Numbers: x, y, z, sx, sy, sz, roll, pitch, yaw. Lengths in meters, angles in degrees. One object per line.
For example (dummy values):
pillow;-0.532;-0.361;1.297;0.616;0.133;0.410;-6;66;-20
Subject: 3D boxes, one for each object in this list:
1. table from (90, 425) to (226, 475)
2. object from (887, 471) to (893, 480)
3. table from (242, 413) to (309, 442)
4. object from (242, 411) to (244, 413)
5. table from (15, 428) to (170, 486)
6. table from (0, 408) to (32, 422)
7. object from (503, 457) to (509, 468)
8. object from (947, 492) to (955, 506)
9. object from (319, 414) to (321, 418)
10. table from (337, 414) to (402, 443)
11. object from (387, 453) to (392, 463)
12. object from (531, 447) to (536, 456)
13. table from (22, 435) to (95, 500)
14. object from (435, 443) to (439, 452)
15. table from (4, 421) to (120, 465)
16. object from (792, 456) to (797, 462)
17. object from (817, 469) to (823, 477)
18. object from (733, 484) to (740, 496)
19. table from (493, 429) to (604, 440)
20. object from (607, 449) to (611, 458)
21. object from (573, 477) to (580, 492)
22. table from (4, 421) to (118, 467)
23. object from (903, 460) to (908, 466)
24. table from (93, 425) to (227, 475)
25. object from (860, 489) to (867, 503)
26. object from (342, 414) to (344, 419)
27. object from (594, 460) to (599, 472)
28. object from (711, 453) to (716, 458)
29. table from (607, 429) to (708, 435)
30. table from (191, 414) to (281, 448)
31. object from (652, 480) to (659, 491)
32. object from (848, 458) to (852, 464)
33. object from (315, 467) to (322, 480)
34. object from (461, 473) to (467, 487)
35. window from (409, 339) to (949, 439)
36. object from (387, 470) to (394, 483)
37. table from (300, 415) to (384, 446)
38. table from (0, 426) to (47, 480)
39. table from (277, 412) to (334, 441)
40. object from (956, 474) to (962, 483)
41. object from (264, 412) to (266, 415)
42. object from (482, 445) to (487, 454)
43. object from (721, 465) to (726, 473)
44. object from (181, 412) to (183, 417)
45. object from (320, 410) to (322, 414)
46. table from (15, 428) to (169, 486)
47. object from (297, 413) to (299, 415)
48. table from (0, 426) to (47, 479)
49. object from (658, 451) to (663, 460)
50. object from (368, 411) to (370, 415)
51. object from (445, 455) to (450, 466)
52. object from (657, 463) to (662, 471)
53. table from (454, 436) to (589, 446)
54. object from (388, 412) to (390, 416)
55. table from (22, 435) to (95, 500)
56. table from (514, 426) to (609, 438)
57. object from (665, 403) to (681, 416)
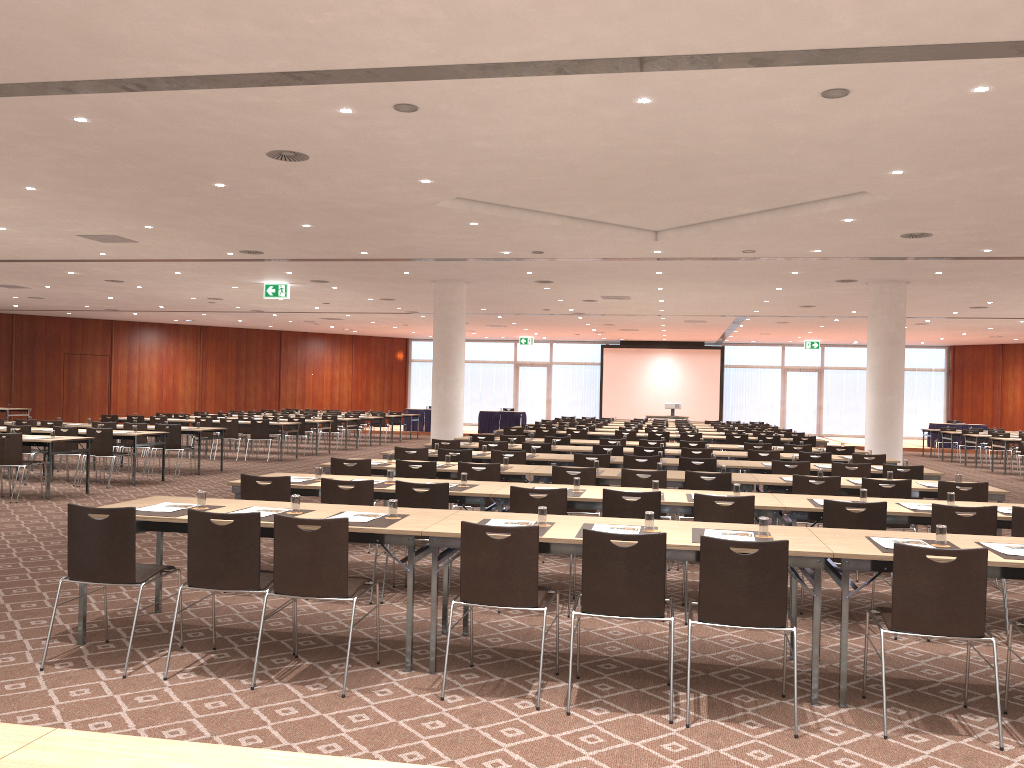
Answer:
table;-6.704;1.235;16.854;2.267;0.833;0.953;1;0;10
object;3.774;0.929;8.855;0.054;0.114;0.054;1;0;-24
table;-7.276;1.320;26.605;2.267;0.833;0.953;1;0;10
object;-7.455;0.818;24.566;0.054;0.114;0.054;1;0;-24
table;-7.054;1.207;14.885;2.267;0.833;0.953;1;0;10
table;-15.446;1.117;26.026;2.267;0.833;0.953;1;0;10
object;-0.065;0.844;9.536;0.054;0.114;0.054;1;0;-24
object;3.415;0.901;6.898;0.054;0.114;0.054;1;0;44
object;-5.237;0.867;24.161;0.054;0.114;0.054;1;0;-1
table;-4.692;1.398;28.177;2.267;0.833;0.953;1;0;10
object;-1.347;0.815;9.774;0.054;0.114;0.054;1;0;44
object;0.280;0.872;11.505;0.054;0.114;0.054;1;0;-24
table;-7.404;1.178;12.916;2.267;0.833;0.953;1;0;10
object;-0.995;0.844;11.741;0.054;0.114;0.054;1;0;-1
table;-8.938;1.185;17.251;2.267;0.833;0.953;1;0;10
object;3.482;0.943;10.945;0.054;0.114;0.054;1;0;-24
object;3.122;0.915;8.977;0.054;0.114;0.054;1;0;21
object;1.820;0.865;7.177;0.054;0.114;0.054;1;0;-1
table;0.795;1.438;19.076;2.267;0.833;0.953;1;0;10
object;1.242;0.893;11.340;0.054;0.114;0.054;1;0;-1
object;0.540;0.837;7.390;0.054;0.114;0.054;1;0;-1
table;-8.938;1.185;17.251;2.267;0.833;0.953;1;0;10
object;4.756;0.972;10.716;0.054;0.114;0.054;1;0;-1
table;-6.704;1.235;16.854;2.267;0.833;0.953;1;0;10
object;2.776;0.887;7.005;0.054;0.114;0.054;1;0;44
object;-4.579;0.882;24.049;0.054;0.114;0.054;1;0;-1
object;0.890;0.865;9.358;0.054;0.114;0.054;1;0;44
object;2.522;0.922;11.102;0.054;0.114;0.054;1;0;44
table;3.380;1.516;20.648;2.267;0.833;0.953;1;0;10
table;-7.626;1.292;24.636;2.267;0.833;0.953;1;0;10
object;1.180;0.851;7.295;0.054;0.114;0.054;1;0;-1
object;4.123;0.958;10.817;0.054;0.114;0.054;1;0;-24
object;-1.701;0.787;7.790;0.054;0.114;0.054;1;0;-1
object;-0.409;0.815;7.561;0.054;0.114;0.054;1;0;44
window;6.563;0.124;38.341;22.960;3.872;0.217;1;0;10
object;-1.056;0.801;7.690;0.054;0.114;0.054;1;0;21
table;-5.042;1.370;26.208;2.267;0.833;0.953;1;0;10
table;-9.288;1.157;15.282;2.267;0.833;0.953;1;0;10
table;-6.926;1.348;28.574;2.267;0.833;0.953;1;0;10
object;4.408;0.943;8.752;0.054;0.114;0.054;1;0;-24
object;-6.814;0.832;24.447;0.054;0.114;0.054;1;0;-24
object;-0.361;0.858;11.628;0.054;0.114;0.054;1;0;-1
object;2.177;0.894;9.130;0.054;0.114;0.054;1;0;44
object;-8.458;0.775;22.712;0.054;0.114;0.054;1;0;44
object;-6.124;0.889;28.394;0.054;0.114;0.054;1;0;-24
table;-7.054;1.207;14.885;2.267;0.833;0.953;1;0;10
object;-5.873;0.853;24.280;0.054;0.114;0.054;1;0;-1
table;-9.288;1.157;15.282;2.267;0.833;0.953;1;0;10
object;1.877;0.908;11.220;0.054;0.114;0.054;1;0;-1
object;-4.527;0.924;28.103;0.054;0.114;0.054;1;0;-1
object;-0.698;0.830;9.652;0.054;0.114;0.054;1;0;-24
object;1.540;0.879;9.248;0.054;0.114;0.054;1;0;44
table;0.183;1.388;15.630;2.267;0.833;0.953;1;0;10
object;-3.888;0.938;27.991;0.054;0.114;0.054;1;0;-1
table;-7.404;1.178;12.916;2.267;0.833;0.953;1;0;10
table;1.145;1.466;21.045;2.267;0.833;0.953;1;0;10
object;5.721;0.908;31.541;0.576;0.472;0.614;1;0;10
